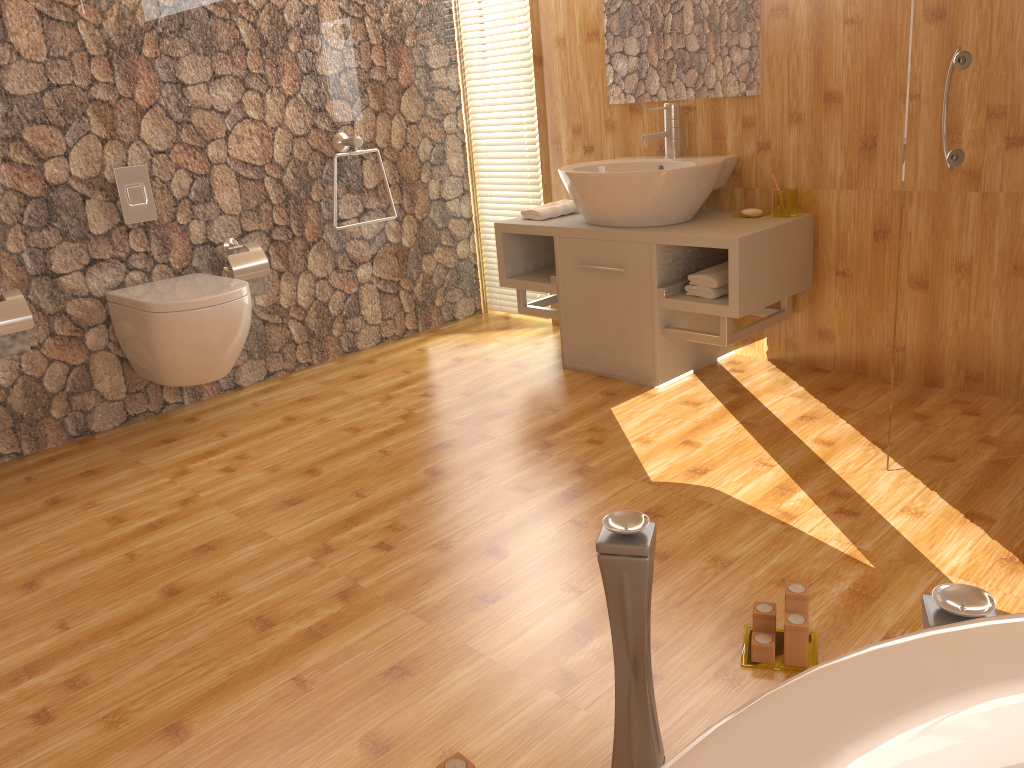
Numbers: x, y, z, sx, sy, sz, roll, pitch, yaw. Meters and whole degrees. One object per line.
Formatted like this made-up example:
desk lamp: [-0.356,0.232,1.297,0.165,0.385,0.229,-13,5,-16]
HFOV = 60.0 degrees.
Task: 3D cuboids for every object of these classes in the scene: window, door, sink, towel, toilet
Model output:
window: [1.294,-1.110,2.929,0.010,2.164,3.964,-22,25,-40]
door: [1.406,-0.844,2.108,0.983,2.147,0.077,-6,18,-3]
sink: [0.472,-0.820,3.309,0.533,0.409,0.634,-22,25,-40]
towel: [0.743,-0.388,3.120,0.225,0.048,0.140,-19,23,-36]
towel: [0.162,-0.718,3.653,0.225,0.048,0.140,-19,23,-36]
toilet: [-1.149,-0.181,3.198,0.371,0.337,0.507,-22,25,-40]
towel: [0.734,-0.352,3.131,0.225,0.048,0.140,-19,23,-36]

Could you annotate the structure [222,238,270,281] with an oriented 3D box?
structure: [-1.064,-0.489,3.468,0.170,0.151,0.154,-22,25,-40]

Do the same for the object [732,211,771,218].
object: [0.870,-0.616,3.223,0.100,0.010,0.100,-22,25,-40]

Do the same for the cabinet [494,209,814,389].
cabinet: [0.517,-0.359,3.469,0.517,0.570,1.136,-22,25,-40]

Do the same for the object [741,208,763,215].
object: [0.871,-0.624,3.222,0.075,0.023,0.050,-8,19,-7]

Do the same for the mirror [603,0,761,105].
mirror: [0.619,-1.340,3.330,0.005,0.523,0.698,-22,25,-40]

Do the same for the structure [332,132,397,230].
structure: [-0.672,-0.876,3.786,0.332,0.387,0.133,-22,25,-40]

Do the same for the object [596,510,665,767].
object: [1.204,-0.399,1.266,2.276,1.921,0.347,-5,18,-1]

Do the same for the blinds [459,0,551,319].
blinds: [-0.053,-1.380,4.062,0.042,2.178,0.420,-22,25,-40]

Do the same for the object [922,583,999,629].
object: [0.547,0.476,1.109,0.080,0.478,0.080,1,19,17]

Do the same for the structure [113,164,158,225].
structure: [-1.365,-0.687,3.215,0.120,0.200,0.010,-22,25,-40]

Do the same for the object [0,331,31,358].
object: [-1.658,-0.173,2.908,0.098,0.151,0.090,-22,25,-40]

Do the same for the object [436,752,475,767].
object: [-0.084,0.645,1.320,0.141,0.131,0.141,-19,23,-37]

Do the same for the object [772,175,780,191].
object: [0.944,-0.676,3.136,0.063,0.132,0.012,-10,19,-13]

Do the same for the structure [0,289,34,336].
structure: [-1.685,-0.243,2.897,0.170,0.151,0.154,-22,25,-40]

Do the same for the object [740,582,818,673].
object: [0.519,0.459,1.716,0.141,0.131,0.141,1,19,18]

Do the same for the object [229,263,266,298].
object: [-1.037,-0.419,3.478,0.098,0.151,0.090,-22,25,-40]

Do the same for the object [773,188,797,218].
object: [0.969,-0.642,3.146,0.060,0.093,0.060,-22,25,-40]
